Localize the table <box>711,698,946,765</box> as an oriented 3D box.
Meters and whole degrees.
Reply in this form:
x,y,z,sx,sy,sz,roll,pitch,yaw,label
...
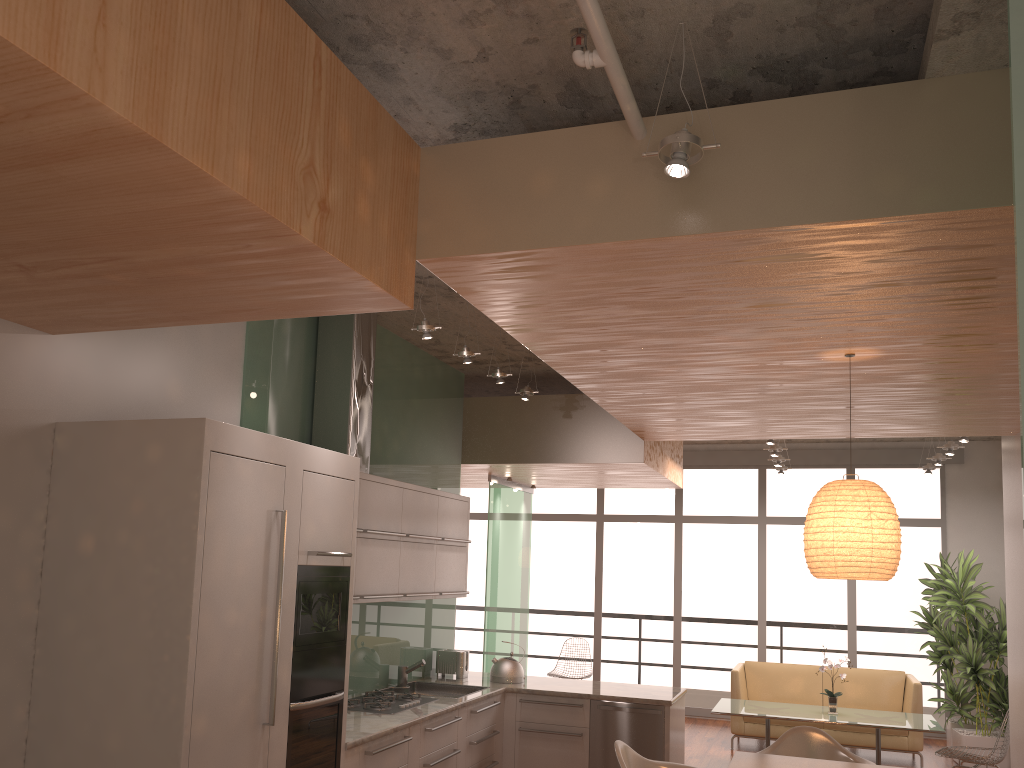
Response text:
x,y,z,sx,sy,sz,roll,pitch,yaw,label
2.776,3.223,7.874,1.876,0.553,0.950,-2,-11,19,table

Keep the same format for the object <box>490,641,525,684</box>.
x,y,z,sx,sy,sz,roll,pitch,yaw,label
-0.035,2.119,6.743,0.264,0.301,0.264,-4,-11,35,object

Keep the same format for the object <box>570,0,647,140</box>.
x,y,z,sx,sy,sz,roll,pitch,yaw,label
-0.360,-1.284,0.711,0.135,0.110,4.533,-1,-12,19,object

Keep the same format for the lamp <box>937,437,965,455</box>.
x,y,z,sx,sy,sz,roll,pitch,yaw,label
4.013,0.411,8.082,0.199,0.477,0.135,4,-7,-13,lamp

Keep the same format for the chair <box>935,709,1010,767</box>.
x,y,z,sx,sy,sz,roll,pitch,yaw,label
3.555,2.839,6.716,0.565,0.890,0.546,-4,-10,39,chair

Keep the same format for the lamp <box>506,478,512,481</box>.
x,y,z,sx,sy,sz,roll,pitch,yaw,label
-0.013,0.703,8.505,0.103,0.465,0.155,3,-7,-8,lamp

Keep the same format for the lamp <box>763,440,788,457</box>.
x,y,z,sx,sy,sz,roll,pitch,yaw,label
2.565,0.467,8.589,0.199,0.477,0.135,4,-7,-13,lamp

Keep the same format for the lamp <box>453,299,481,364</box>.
x,y,z,sx,sy,sz,roll,pitch,yaw,label
-0.258,-0.349,5.171,0.153,0.465,0.104,4,-7,-13,lamp

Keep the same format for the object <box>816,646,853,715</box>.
x,y,z,sx,sy,sz,roll,pitch,yaw,label
2.866,2.648,7.883,0.298,0.583,0.375,0,-8,14,object

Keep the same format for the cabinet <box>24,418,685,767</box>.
x,y,z,sx,sy,sz,roll,pitch,yaw,label
-0.266,1.671,5.063,1.919,2.247,4.293,-1,-11,19,cabinet

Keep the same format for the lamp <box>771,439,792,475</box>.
x,y,z,sx,sy,sz,roll,pitch,yaw,label
3.095,0.804,10.126,0.199,0.477,0.135,4,-7,-13,lamp

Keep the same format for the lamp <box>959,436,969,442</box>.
x,y,z,sx,sy,sz,roll,pitch,yaw,label
3.748,0.243,7.313,0.199,0.477,0.135,4,-7,-13,lamp

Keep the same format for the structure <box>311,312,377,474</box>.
x,y,z,sx,sy,sz,roll,pitch,yaw,label
-1.008,-0.012,5.326,0.256,1.120,0.264,0,-7,19,structure

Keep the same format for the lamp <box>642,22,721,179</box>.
x,y,z,sx,sy,sz,roll,pitch,yaw,label
0.499,-0.847,2.602,0.199,0.477,0.135,4,-7,-13,lamp

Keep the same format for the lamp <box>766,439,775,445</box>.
x,y,z,sx,sy,sz,roll,pitch,yaw,label
2.300,0.298,7.821,0.199,0.477,0.135,4,-7,-13,lamp

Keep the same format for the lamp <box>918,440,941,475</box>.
x,y,z,sx,sy,sz,roll,pitch,yaw,label
4.543,0.749,9.618,0.199,0.477,0.135,4,-7,-13,lamp

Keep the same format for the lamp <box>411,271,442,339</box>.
x,y,z,sx,sy,sz,roll,pitch,yaw,label
-0.442,-0.466,4.638,0.153,0.465,0.104,4,-7,-13,lamp

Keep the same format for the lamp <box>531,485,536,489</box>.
x,y,z,sx,sy,sz,roll,pitch,yaw,label
0.233,0.860,9.219,0.103,0.465,0.155,3,-7,-8,lamp

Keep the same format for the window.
x,y,z,sx,sy,sz,roll,pitch,yaw,label
1.124,2.517,11.454,8.584,3.243,0.062,-2,-7,19,window

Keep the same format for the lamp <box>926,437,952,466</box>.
x,y,z,sx,sy,sz,roll,pitch,yaw,label
4.278,0.580,8.850,0.199,0.477,0.135,4,-7,-13,lamp

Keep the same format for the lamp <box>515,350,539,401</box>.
x,y,z,sx,sy,sz,roll,pitch,yaw,label
0.109,-0.115,6.237,0.153,0.465,0.104,4,-7,-13,lamp

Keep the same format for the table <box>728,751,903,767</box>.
x,y,z,sx,sy,sz,roll,pitch,yaw,label
1.356,2.165,3.623,1.029,0.799,2.097,-1,-12,19,table

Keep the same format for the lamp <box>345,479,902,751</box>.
x,y,z,sx,sy,sz,roll,pitch,yaw,label
0.556,1.381,5.450,3.225,1.331,3.102,-2,-12,19,lamp

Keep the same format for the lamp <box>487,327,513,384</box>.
x,y,z,sx,sy,sz,roll,pitch,yaw,label
-0.074,-0.232,5.704,0.153,0.465,0.104,4,-7,-13,lamp

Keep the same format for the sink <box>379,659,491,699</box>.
x,y,z,sx,sy,sz,roll,pitch,yaw,label
-0.542,2.122,6.164,0.618,0.378,0.650,-2,-11,19,sink

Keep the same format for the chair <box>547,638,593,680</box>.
x,y,z,sx,sy,sz,roll,pitch,yaw,label
0.732,3.621,10.956,0.545,0.890,0.566,-1,-8,19,chair

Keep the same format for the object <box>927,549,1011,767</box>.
x,y,z,sx,sy,sz,roll,pitch,yaw,label
4.658,2.689,8.714,0.971,2.081,1.088,-3,-9,32,object

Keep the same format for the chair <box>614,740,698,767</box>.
x,y,z,sx,sy,sz,roll,pitch,yaw,label
0.845,2.321,4.574,0.644,0.851,0.692,0,-9,14,chair

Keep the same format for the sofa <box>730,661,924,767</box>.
x,y,z,sx,sy,sz,roll,pitch,yaw,label
3.205,3.350,9.086,1.806,0.828,0.888,-2,-10,19,sofa

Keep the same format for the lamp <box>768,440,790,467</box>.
x,y,z,sx,sy,sz,roll,pitch,yaw,label
2.830,0.635,9.358,0.199,0.477,0.135,4,-7,-13,lamp

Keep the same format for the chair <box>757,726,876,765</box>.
x,y,z,sx,sy,sz,roll,pitch,yaw,label
1.744,2.449,5.043,0.684,0.851,0.651,1,-8,4,chair

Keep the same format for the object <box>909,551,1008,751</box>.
x,y,z,sx,sy,sz,roll,pitch,yaw,label
4.863,2.829,9.352,1.087,2.081,0.972,-4,-9,37,object

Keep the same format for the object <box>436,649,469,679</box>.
x,y,z,sx,sy,sz,roll,pitch,yaw,label
-0.459,2.186,6.895,0.237,0.200,0.155,-1,-9,19,object

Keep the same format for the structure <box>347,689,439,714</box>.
x,y,z,sx,sy,sz,roll,pitch,yaw,label
-0.805,1.963,5.480,0.490,0.038,0.684,-2,-12,19,structure
